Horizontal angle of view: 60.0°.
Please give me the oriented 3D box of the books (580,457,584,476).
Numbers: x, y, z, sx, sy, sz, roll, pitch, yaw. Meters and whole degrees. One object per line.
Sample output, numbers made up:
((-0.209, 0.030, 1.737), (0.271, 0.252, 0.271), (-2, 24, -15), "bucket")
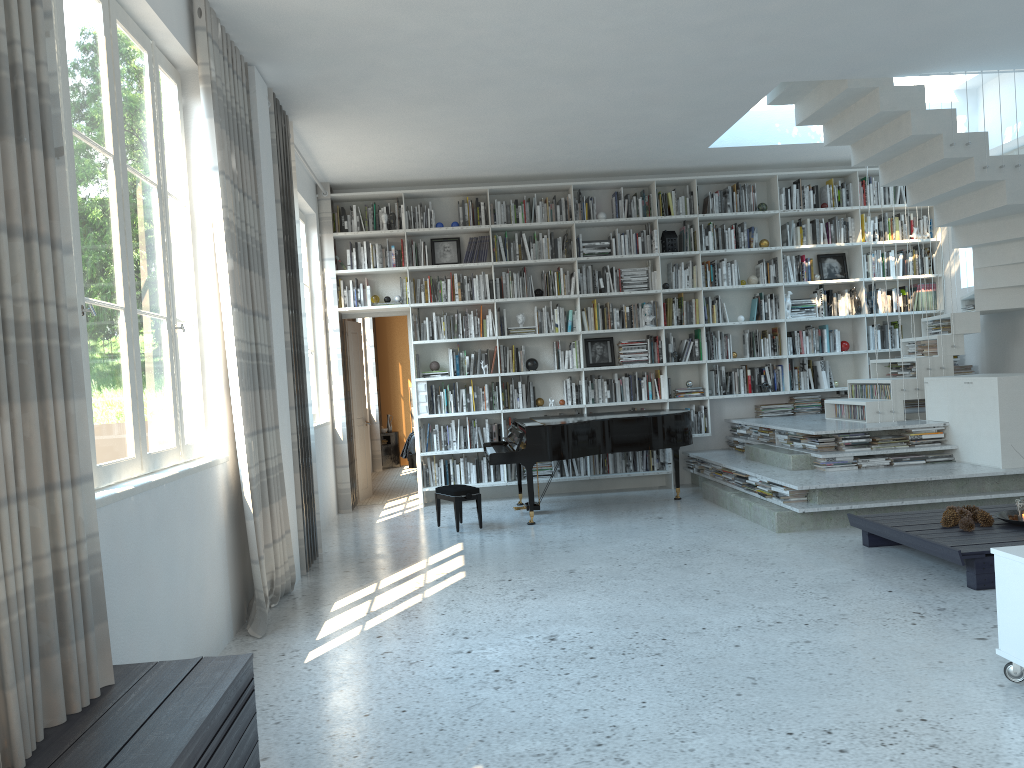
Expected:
((0.701, 0.801, 9.063), (0.024, 0.260, 0.189), (-4, 1, -4), "books")

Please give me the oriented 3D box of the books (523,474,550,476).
((0.262, 0.921, 9.054), (0.285, 0.007, 0.159), (-4, 0, -8), "books")

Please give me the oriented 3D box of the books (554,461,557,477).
((0.432, 0.815, 9.071), (0.031, 0.265, 0.144), (-4, 1, -4), "books")

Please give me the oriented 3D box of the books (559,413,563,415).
((0.513, 0.445, 9.081), (0.025, 0.294, 0.134), (-4, 1, -4), "books")

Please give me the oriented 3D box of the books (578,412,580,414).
((0.681, 0.437, 9.080), (0.021, 0.290, 0.160), (-4, 1, -4), "books")

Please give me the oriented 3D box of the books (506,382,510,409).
((-0.041, 0.117, 9.006), (0.012, 0.272, 0.181), (-4, 1, -4), "books")

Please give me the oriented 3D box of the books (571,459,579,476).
((0.626, 0.798, 9.076), (0.073, 0.276, 0.181), (-4, 1, -4), "books")

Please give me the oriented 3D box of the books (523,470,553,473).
((0.261, 0.887, 9.053), (0.285, 0.007, 0.159), (-4, 0, -8), "books")

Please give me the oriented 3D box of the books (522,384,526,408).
((0.119, 0.123, 9.039), (0.029, 0.241, 0.135), (-4, 1, -4), "books")

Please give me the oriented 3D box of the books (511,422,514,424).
((0.014, 0.505, 9.018), (0.023, 0.237, 0.172), (-4, 1, -4), "books")

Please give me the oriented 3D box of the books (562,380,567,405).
((0.537, 0.090, 9.065), (0.012, 0.254, 0.161), (-4, 1, -4), "books")

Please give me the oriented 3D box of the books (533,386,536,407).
((0.222, 0.131, 9.044), (0.023, 0.212, 0.160), (-4, 1, -4), "books")

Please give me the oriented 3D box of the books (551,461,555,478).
((0.412, 0.822, 9.055), (0.012, 0.254, 0.161), (-4, 1, -4), "books")

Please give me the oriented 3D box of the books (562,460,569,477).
((0.536, 0.815, 9.067), (0.062, 0.253, 0.177), (-4, 1, -4), "books")

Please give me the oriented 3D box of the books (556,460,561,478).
((0.465, 0.845, 9.061), (0.029, 0.202, 0.178), (-4, 1, -4), "books")

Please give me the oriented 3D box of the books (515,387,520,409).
((0.056, 0.140, 9.021), (0.021, 0.215, 0.172), (-4, 1, -4), "books")

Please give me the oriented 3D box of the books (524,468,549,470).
((0.259, 0.859, 9.060), (0.285, 0.007, 0.159), (-4, 0, -3), "books")

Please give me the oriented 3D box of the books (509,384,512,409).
((-0.014, 0.128, 9.016), (0.042, 0.248, 0.162), (-4, 1, -4), "books")

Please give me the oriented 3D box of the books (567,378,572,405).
((0.589, 0.075, 9.072), (0.010, 0.277, 0.155), (-4, 1, -4), "books")

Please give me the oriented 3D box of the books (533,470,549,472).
((0.260, 0.880, 9.060), (0.254, 0.007, 0.161), (-4, 0, -3), "books")

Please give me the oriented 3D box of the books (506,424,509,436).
((-0.044, 0.521, 9.031), (0.026, 0.213, 0.139), (-4, 1, -4), "books")

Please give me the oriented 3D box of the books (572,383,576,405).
((0.624, 0.101, 9.063), (0.029, 0.221, 0.153), (-4, 1, -4), "books")

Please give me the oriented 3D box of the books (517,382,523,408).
((0.079, 0.112, 9.019), (0.027, 0.269, 0.185), (-4, 1, -4), "books")

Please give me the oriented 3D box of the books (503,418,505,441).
((-0.088, 0.488, 9.031), (0.012, 0.285, 0.159), (-4, 1, -4), "books")

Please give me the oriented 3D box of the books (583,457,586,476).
((0.726, 0.840, 9.083), (0.024, 0.180, 0.171), (-4, 1, -4), "books")

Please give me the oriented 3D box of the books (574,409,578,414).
((0.663, 0.423, 9.069), (0.013, 0.320, 0.173), (-4, 1, -4), "books")

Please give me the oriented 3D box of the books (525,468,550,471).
((0.259, 0.866, 9.059), (0.254, 0.007, 0.161), (-4, 0, -3), "books")

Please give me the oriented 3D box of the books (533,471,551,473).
((0.261, 0.894, 9.054), (0.254, 0.007, 0.161), (-4, 0, -8), "books")

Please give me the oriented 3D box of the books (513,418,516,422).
((0.035, 0.486, 9.045), (0.026, 0.273, 0.146), (-4, 1, -4), "books")

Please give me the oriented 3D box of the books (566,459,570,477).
((0.573, 0.823, 9.067), (0.011, 0.232, 0.174), (-4, 1, -4), "books")

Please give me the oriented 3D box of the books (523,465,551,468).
((0.255, 0.841, 9.057), (0.285, 0.005, 0.159), (-4, 0, -6), "books")

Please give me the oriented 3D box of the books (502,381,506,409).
((-0.084, 0.115, 9.014), (0.013, 0.283, 0.146), (-4, 1, -4), "books")

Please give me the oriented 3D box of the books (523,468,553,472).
((0.260, 0.873, 9.050), (0.285, 0.007, 0.159), (-4, 0, -9), "books")

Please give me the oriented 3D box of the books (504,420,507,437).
((-0.070, 0.496, 9.034), (0.023, 0.266, 0.134), (-4, 1, -4), "books")

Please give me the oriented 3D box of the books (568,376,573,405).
((0.600, 0.067, 9.069), (0.014, 0.291, 0.131), (-4, 1, -4), "books")

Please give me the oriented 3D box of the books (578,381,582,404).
((0.699, 0.085, 9.100), (0.019, 0.242, 0.107), (-4, 1, -4), "books")

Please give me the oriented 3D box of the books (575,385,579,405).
((0.653, 0.112, 9.085), (0.031, 0.195, 0.142), (-4, 1, -4), "books")

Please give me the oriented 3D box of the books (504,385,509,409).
((-0.061, 0.135, 9.013), (0.030, 0.239, 0.157), (-4, 1, -4), "books")

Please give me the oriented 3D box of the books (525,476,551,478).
((0.263, 0.942, 9.054), (0.254, 0.007, 0.161), (-4, 0, 0), "books")

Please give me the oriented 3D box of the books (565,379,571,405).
((0.571, 0.080, 9.057), (0.027, 0.269, 0.159), (-4, 1, -4), "books")

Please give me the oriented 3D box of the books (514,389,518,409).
((0.034, 0.151, 9.024), (0.024, 0.196, 0.157), (-4, 1, -4), "books")

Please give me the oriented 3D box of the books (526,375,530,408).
((0.156, 0.077, 9.025), (0.050, 0.328, 0.166), (-4, 1, -4), "books")

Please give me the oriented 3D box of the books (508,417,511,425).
((-0.017, 0.482, 9.033), (0.013, 0.288, 0.161), (-4, 1, -4), "books")

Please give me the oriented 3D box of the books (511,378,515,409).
((0.012, 0.094, 9.017), (0.014, 0.313, 0.166), (-4, 1, -4), "books")

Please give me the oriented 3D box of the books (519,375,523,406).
((0.095, 0.075, 9.045), (0.013, 0.339, 0.138), (-4, 1, -4), "books")

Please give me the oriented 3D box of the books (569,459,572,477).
((0.584, 0.801, 9.060), (0.012, 0.275, 0.180), (-4, 1, -4), "books")

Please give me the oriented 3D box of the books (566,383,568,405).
((0.551, 0.103, 9.074), (0.015, 0.225, 0.148), (-4, 1, -4), "books")

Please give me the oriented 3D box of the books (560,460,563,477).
((0.492, 0.825, 9.075), (0.028, 0.238, 0.136), (-4, 1, -4), "books")

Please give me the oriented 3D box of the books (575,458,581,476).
((0.675, 0.803, 9.093), (0.025, 0.259, 0.132), (-4, 1, -4), "books")

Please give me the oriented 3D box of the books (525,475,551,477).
((0.262, 0.935, 9.063), (0.254, 0.007, 0.161), (-4, 0, -4), "books")

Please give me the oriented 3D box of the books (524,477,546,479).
((0.263, 0.949, 9.064), (0.285, 0.007, 0.159), (-4, 0, -4), "books")

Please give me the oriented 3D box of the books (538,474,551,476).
((0.262, 0.928, 9.061), (0.254, 0.007, 0.161), (-4, 0, -3), "books")

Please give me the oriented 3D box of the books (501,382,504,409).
((-0.098, 0.119, 9.023), (0.013, 0.275, 0.147), (-4, 1, -4), "books")

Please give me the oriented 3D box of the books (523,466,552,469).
((0.258, 0.852, 9.062), (0.285, 0.007, 0.159), (-4, 0, -4), "books")

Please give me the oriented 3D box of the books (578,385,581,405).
((0.681, 0.107, 9.073), (0.024, 0.201, 0.158), (-4, 1, -4), "books")

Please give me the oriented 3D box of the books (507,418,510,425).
((-0.028, 0.486, 9.029), (0.010, 0.282, 0.149), (-4, 1, -4), "books")

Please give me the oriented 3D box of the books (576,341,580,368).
((0.660, -0.299, 9.052), (0.021, 0.281, 0.162), (-4, 1, -4), "books")

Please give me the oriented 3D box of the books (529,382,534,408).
((0.197, 0.108, 9.027), (0.027, 0.261, 0.163), (-4, 1, -4), "books")

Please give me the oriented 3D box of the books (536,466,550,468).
((0.255, 0.846, 9.061), (0.254, 0.006, 0.161), (-4, 0, -4), "books")
